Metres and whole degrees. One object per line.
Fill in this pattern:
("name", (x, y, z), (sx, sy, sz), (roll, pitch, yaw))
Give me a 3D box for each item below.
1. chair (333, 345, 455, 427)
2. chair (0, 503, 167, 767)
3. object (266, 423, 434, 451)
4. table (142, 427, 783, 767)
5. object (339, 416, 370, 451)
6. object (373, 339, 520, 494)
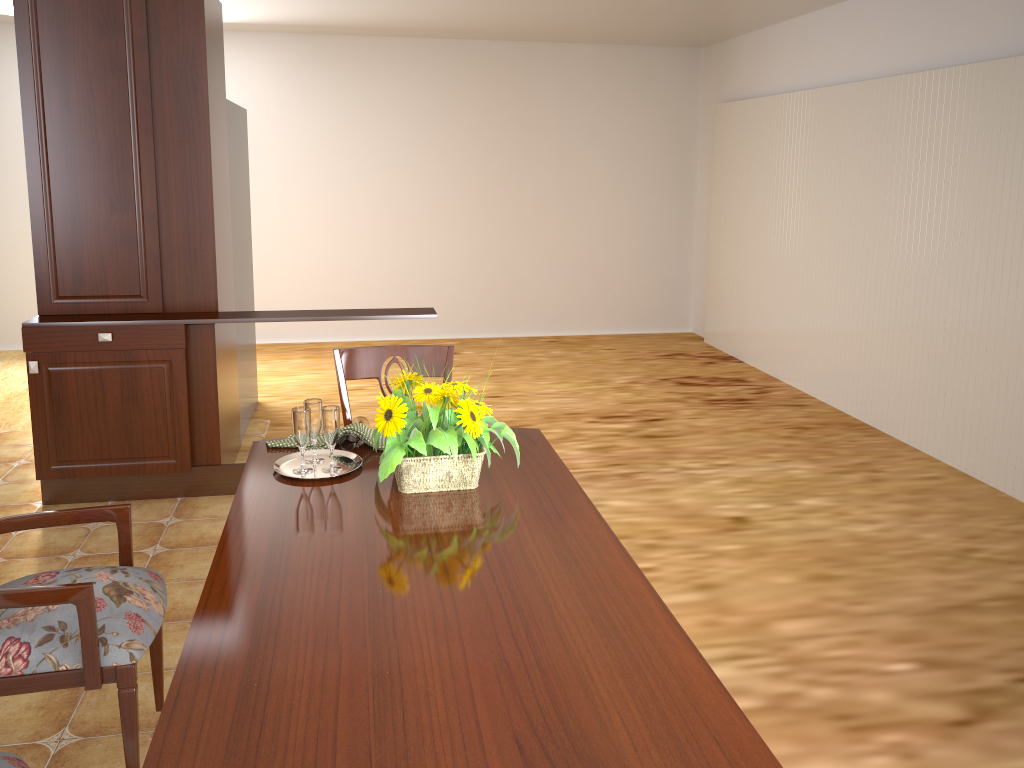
("chair", (-0.299, 0.306, 2.355), (0.404, 0.735, 0.466), (-1, 11, -10))
("chair", (-0.949, 0.440, 1.790), (0.459, 0.735, 0.410), (-2, 11, -13))
("object", (-0.353, 0.125, 2.205), (0.528, 0.056, 0.169), (1, 14, 3))
("table", (-0.151, 0.592, 1.576), (0.735, 0.550, 1.703), (-2, 14, -10))
("object", (-0.396, 0.124, 2.221), (0.046, 0.046, 0.148), (1, 14, 3))
("object", (-0.155, 0.082, 1.944), (0.318, 0.333, 0.303), (-3, 12, -18))
